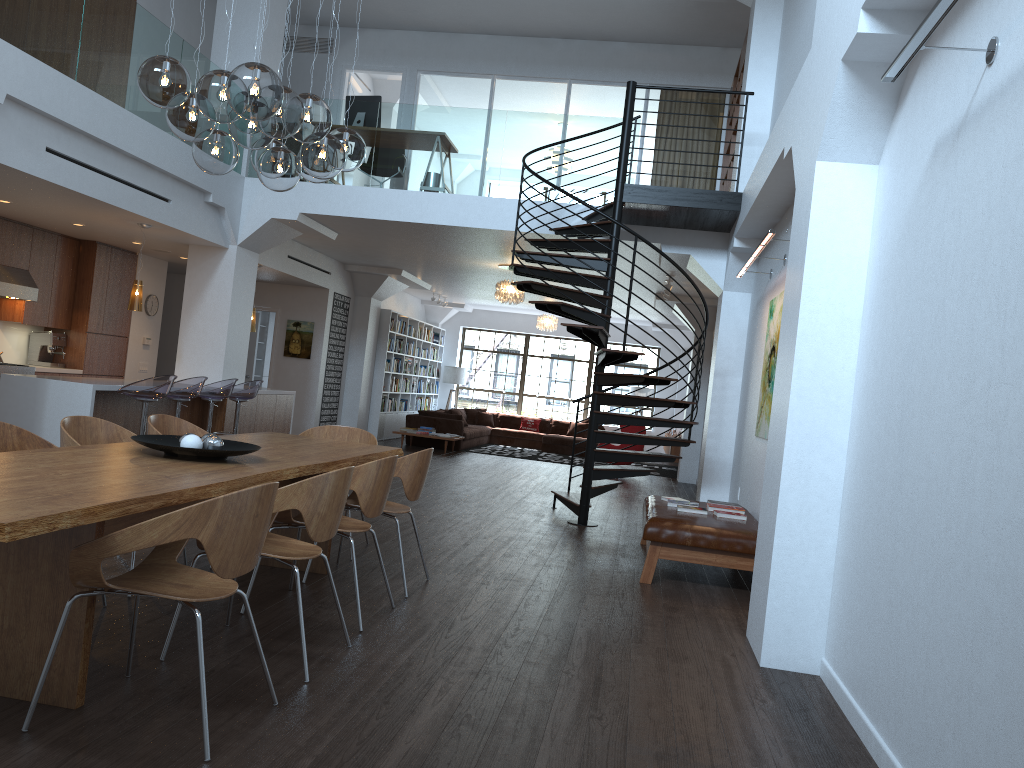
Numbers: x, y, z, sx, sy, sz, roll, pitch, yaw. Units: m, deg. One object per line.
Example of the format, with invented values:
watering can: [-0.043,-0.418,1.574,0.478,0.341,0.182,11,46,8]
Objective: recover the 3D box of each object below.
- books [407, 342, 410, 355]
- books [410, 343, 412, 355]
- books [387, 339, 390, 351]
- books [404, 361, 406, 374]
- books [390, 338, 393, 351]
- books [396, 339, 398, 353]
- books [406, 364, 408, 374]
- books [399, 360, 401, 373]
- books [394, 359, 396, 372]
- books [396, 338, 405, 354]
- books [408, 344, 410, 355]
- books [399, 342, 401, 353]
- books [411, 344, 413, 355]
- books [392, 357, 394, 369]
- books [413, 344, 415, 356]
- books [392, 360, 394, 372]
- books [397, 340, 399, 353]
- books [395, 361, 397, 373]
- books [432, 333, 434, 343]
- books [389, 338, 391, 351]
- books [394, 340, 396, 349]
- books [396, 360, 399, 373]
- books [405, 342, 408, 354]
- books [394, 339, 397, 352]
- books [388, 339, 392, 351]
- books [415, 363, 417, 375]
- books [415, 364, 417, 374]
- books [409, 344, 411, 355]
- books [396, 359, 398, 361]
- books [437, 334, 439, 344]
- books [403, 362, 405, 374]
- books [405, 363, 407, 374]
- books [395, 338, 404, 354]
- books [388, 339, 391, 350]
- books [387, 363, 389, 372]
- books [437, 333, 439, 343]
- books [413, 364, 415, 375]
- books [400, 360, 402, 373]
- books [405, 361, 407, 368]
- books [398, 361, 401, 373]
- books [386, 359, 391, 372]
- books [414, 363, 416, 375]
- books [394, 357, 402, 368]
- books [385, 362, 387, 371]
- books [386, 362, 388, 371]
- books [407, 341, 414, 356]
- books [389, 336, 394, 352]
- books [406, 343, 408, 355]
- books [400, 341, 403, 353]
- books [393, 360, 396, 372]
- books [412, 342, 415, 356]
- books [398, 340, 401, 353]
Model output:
books: [-2.146,-0.714,17.698,0.182,0.253,0.034,6,0,8]
books: [-2.122,-0.707,17.894,0.170,0.245,0.057,6,0,8]
books: [-2.347,-0.724,16.358,0.161,0.218,0.101,6,0,8]
books: [-2.203,-0.334,17.602,0.174,0.240,0.054,6,0,8]
books: [-2.322,-0.733,16.501,0.174,0.242,0.105,6,0,8]
books: [-2.276,-0.734,16.934,0.180,0.259,0.042,6,0,8]
books: [-2.170,-0.311,17.833,0.161,0.207,0.135,6,0,8]
books: [-2.261,-0.348,17.237,0.182,0.253,0.034,6,0,8]
books: [-2.311,-0.352,16.903,0.170,0.245,0.057,6,0,8]
books: [-2.202,-0.740,17.360,0.176,0.291,0.053,6,0,8]
books: [-2.146,-0.702,17.769,0.167,0.230,0.037,6,0,8]
books: [-2.235,-0.711,17.119,0.161,0.223,0.032,6,0,8]
books: [-2.112,-0.702,17.944,0.174,0.239,0.045,6,0,8]
books: [-2.343,-0.375,16.717,0.197,0.283,0.065,6,0,8]
books: [-2.076,-0.702,18.152,0.159,0.250,0.026,6,0,8]
books: [-2.329,-0.376,16.777,0.176,0.290,0.053,6,0,8]
books: [-2.260,-0.726,17.012,0.171,0.246,0.039,6,0,8]
books: [-2.295,-0.338,16.969,0.161,0.223,0.027,6,0,8]
books: [-1.816,-1.027,19.639,0.161,0.223,0.032,6,0,8]
books: [-2.335,-0.733,16.462,0.172,0.239,0.093,6,0,8]
books: [-2.298,-0.725,16.759,0.174,0.236,0.142,6,0,9]
books: [-2.277,-0.350,17.098,0.182,0.253,0.034,6,0,8]
books: [-2.166,-0.717,17.525,0.182,0.253,0.034,6,0,8]
books: [-2.283,-0.732,16.848,0.183,0.253,0.042,6,0,8]
books: [-2.331,-0.730,16.418,0.172,0.235,0.112,6,0,8]
books: [-2.084,-0.320,18.480,0.183,0.253,0.039,6,0,8]
books: [-2.076,-0.306,18.444,0.161,0.223,0.030,6,0,8]
books: [-2.127,-0.696,17.826,0.161,0.223,0.027,6,0,8]
books: [-2.304,-0.354,17.067,0.182,0.253,0.034,6,0,8]
books: [-1.762,-1.034,20.104,0.183,0.253,0.042,6,0,8]
books: [-2.212,-0.327,17.559,0.161,0.223,0.032,6,0,8]
books: [-2.189,-0.323,17.676,0.161,0.223,0.032,6,0,8]
books: [-2.226,-0.740,17.311,0.198,0.284,0.049,6,0,8]
books: [-2.338,-0.729,16.386,0.152,0.232,0.104,6,0,8]
books: [-2.357,-0.312,16.475,0.110,0.153,0.018,6,0,8]
books: [-1.766,-1.035,20.060,0.183,0.253,0.042,6,0,8]
books: [-2.097,-0.309,18.335,0.161,0.223,0.030,6,0,8]
books: [-2.246,-0.346,17.269,0.182,0.253,0.034,6,0,8]
books: [-2.196,-0.339,17.715,0.183,0.253,0.042,6,0,8]
books: [-2.261,-0.342,17.197,0.174,0.239,0.045,6,0,8]
books: [-2.348,-0.350,16.581,0.140,0.231,0.042,6,0,8]
books: [-2.089,-0.323,18.374,0.174,0.251,0.051,6,0,8]
books: [-2.245,-0.364,17.332,0.176,0.294,0.102,6,0,8]
books: [-2.380,-0.327,16.348,0.128,0.178,0.022,6,0,8]
books: [-2.376,-0.327,16.422,0.128,0.178,0.022,6,0,8]
books: [-2.103,-0.726,18.021,0.176,0.290,0.053,6,0,8]
books: [-2.300,-0.754,16.576,0.176,0.290,0.053,6,0,8]
books: [-2.160,-0.709,17.598,0.174,0.239,0.045,6,0,8]
books: [-2.227,-0.718,17.195,0.174,0.240,0.054,6,0,8]
books: [-2.315,-0.349,16.852,0.174,0.239,0.045,6,0,8]
books: [-2.099,-0.722,18.082,0.197,0.283,0.065,6,0,8]
books: [-2.253,-0.728,17.085,0.183,0.253,0.042,6,0,8]
